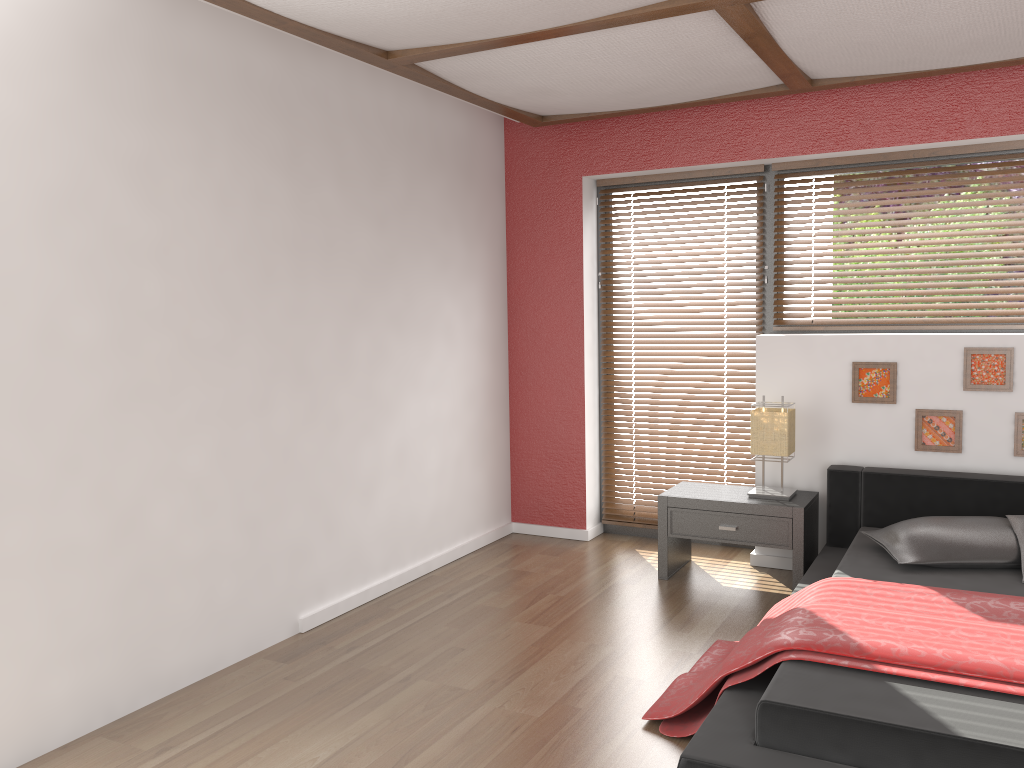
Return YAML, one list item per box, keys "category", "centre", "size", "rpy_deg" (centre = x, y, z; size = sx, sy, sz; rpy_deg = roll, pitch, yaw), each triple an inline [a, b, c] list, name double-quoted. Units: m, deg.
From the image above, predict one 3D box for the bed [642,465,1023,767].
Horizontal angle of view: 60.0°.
- category: "bed"
  centre: [1.833, 0.789, 2.892]
  size: [2.469, 0.577, 2.413]
  rpy_deg: [1, 5, 28]

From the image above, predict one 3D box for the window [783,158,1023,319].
- category: "window"
  centre: [2.685, -0.690, 4.120]
  size: [2.817, 0.786, 0.020]
  rpy_deg: [1, 5, 28]

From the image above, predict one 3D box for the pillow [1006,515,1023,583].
- category: "pillow"
  centre: [2.277, 0.607, 3.296]
  size: [0.744, 0.241, 0.386]
  rpy_deg: [1, 5, 24]

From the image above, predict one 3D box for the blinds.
- category: "blinds"
  centre: [2.660, -0.108, 4.109]
  size: [4.840, 1.952, 0.032]
  rpy_deg: [1, 5, 28]

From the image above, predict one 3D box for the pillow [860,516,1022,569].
- category: "pillow"
  centre: [1.867, 0.640, 3.618]
  size: [0.745, 0.172, 0.418]
  rpy_deg: [-1, 5, 4]

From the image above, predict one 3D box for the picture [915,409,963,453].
- category: "picture"
  centre: [2.004, 0.220, 4.168]
  size: [0.200, 0.200, 0.010]
  rpy_deg: [1, 5, 28]

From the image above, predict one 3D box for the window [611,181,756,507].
- category: "window"
  centre: [0.976, -0.193, 5.090]
  size: [0.889, 1.893, 0.020]
  rpy_deg: [1, 5, 28]

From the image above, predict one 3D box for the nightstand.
- category: "nightstand"
  centre: [1.124, 0.756, 4.412]
  size: [0.700, 0.423, 0.413]
  rpy_deg: [1, 5, 28]

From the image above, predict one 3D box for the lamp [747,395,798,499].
- category: "lamp"
  centre: [1.276, 0.296, 4.335]
  size: [0.200, 0.480, 0.200]
  rpy_deg: [1, 5, 28]

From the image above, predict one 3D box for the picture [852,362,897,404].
- category: "picture"
  centre: [1.750, -0.006, 4.284]
  size: [0.200, 0.200, 0.010]
  rpy_deg: [1, 5, 28]

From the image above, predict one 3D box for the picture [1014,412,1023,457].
- category: "picture"
  centre: [2.366, 0.231, 3.973]
  size: [0.200, 0.200, 0.010]
  rpy_deg: [1, 5, 28]

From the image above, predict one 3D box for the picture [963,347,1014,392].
- category: "picture"
  centre: [2.174, -0.067, 4.049]
  size: [0.200, 0.200, 0.010]
  rpy_deg: [1, 5, 28]
